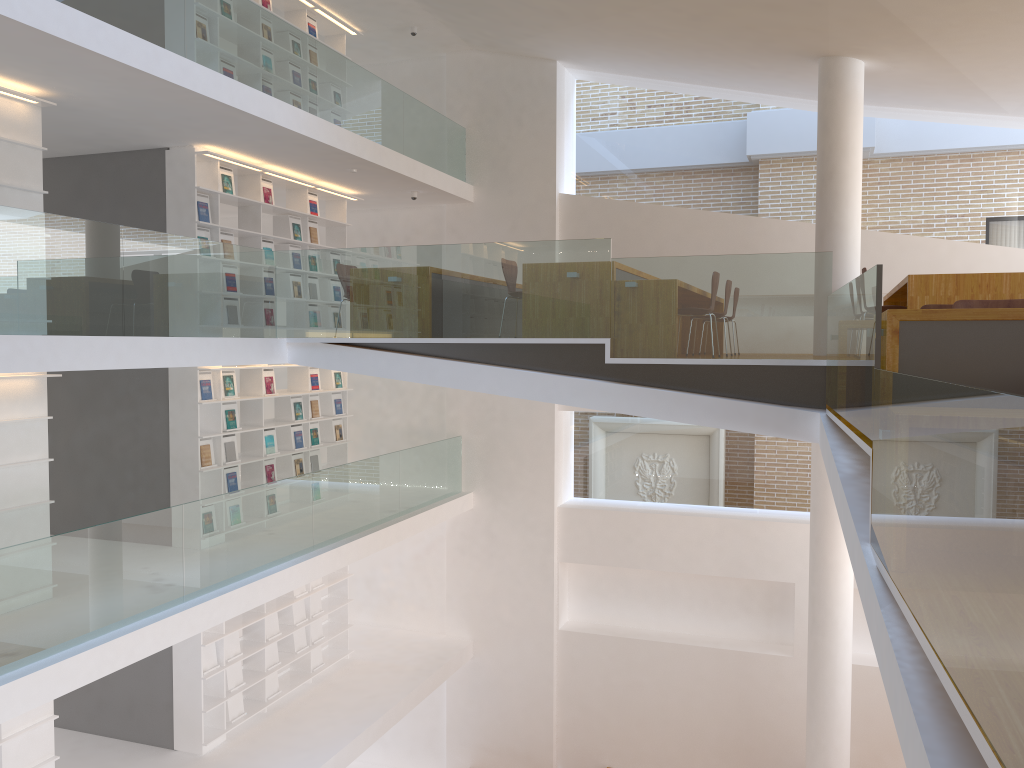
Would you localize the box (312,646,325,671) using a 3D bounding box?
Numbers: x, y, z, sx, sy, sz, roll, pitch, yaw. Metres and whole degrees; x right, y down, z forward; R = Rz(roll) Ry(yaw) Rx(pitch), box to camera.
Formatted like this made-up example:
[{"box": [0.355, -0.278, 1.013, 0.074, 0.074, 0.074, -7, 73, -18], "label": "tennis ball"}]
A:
[{"box": [-2.457, 3.285, 10.776, 0.274, 0.296, 0.245, 1, 3, 20], "label": "box"}]

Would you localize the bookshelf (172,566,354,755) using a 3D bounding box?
[{"box": [-2.618, 2.673, 10.090, 0.498, 1.836, 2.984, 1, 3, 20], "label": "bookshelf"}]

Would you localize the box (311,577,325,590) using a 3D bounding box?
[{"box": [-2.454, 2.300, 10.731, 0.274, 0.296, 0.245, 1, 3, 20], "label": "box"}]

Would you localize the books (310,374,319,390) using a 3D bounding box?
[{"box": [-2.353, -0.013, 10.584, 0.037, 0.210, 0.145, 1, 3, 20], "label": "books"}]

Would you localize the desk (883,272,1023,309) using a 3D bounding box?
[{"box": [3.934, -0.450, 7.593, 1.247, 0.762, 3.194, 1, 3, 20], "label": "desk"}]

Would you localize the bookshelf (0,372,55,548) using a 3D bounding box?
[{"box": [-4.374, 0.848, 5.255, 0.397, 1.836, 3.666, 1, 3, 20], "label": "bookshelf"}]

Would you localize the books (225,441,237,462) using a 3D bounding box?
[{"box": [-2.891, 0.702, 9.112, 0.037, 0.210, 0.145, 1, 3, 20], "label": "books"}]

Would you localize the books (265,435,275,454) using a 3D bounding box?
[{"box": [-2.662, 0.668, 9.759, 0.037, 0.210, 0.145, 1, 3, 20], "label": "books"}]

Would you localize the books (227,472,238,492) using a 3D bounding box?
[{"box": [-2.884, 1.020, 9.150, 0.037, 0.210, 0.145, 1, 3, 20], "label": "books"}]

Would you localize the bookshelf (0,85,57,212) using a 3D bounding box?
[{"box": [-4.320, -1.210, 5.145, 0.498, 1.836, 3.666, 1, 3, 20], "label": "bookshelf"}]

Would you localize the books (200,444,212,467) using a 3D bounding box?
[{"box": [-3.023, 0.708, 8.753, 0.037, 0.210, 0.145, 1, 3, 20], "label": "books"}]

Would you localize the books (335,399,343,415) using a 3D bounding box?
[{"box": [-2.169, 0.295, 11.103, 0.037, 0.210, 0.145, 1, 3, 20], "label": "books"}]

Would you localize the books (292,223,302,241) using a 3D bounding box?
[{"box": [-2.465, -1.734, 10.176, 0.037, 0.210, 0.145, 1, 3, 20], "label": "books"}]

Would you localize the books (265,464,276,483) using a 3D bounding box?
[{"box": [-2.663, 0.996, 9.774, 0.037, 0.210, 0.145, 1, 3, 20], "label": "books"}]

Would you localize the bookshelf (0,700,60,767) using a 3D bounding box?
[{"box": [-4.333, 2.884, 5.330, 0.498, 1.836, 3.666, 1, 3, 20], "label": "bookshelf"}]

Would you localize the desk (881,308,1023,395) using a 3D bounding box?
[{"box": [3.174, 0.213, 3.428, 3.216, 1.022, 1.248, 1, 3, 20], "label": "desk"}]

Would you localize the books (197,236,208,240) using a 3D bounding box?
[{"box": [-3.013, -1.330, 8.662, 0.037, 0.210, 0.145, 1, 3, 20], "label": "books"}]

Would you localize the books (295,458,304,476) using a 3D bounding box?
[{"box": [-2.470, 0.976, 10.301, 0.037, 0.210, 0.145, 1, 3, 20], "label": "books"}]

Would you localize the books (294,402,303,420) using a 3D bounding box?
[{"box": [-2.472, 0.316, 10.269, 0.037, 0.210, 0.145, 1, 3, 20], "label": "books"}]

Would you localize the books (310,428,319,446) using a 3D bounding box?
[{"box": [-2.357, 0.638, 10.599, 0.037, 0.210, 0.145, 1, 3, 20], "label": "books"}]

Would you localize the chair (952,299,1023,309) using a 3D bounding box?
[{"box": [2.446, -0.087, 4.466, 0.428, 0.693, 0.381, 1, 3, 20], "label": "chair"}]

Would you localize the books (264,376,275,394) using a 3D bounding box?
[{"box": [-2.660, 0.024, 9.729, 0.037, 0.210, 0.145, 1, 3, 20], "label": "books"}]

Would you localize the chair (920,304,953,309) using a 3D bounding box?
[{"box": [2.641, -0.126, 5.337, 0.428, 0.693, 0.381, 1, 3, 20], "label": "chair"}]

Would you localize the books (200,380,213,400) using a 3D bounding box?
[{"box": [-3.013, 0.065, 8.739, 0.037, 0.210, 0.145, 1, 3, 20], "label": "books"}]

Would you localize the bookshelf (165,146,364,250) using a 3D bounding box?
[{"box": [-2.605, -1.421, 9.904, 0.498, 1.836, 2.984, 1, 3, 20], "label": "bookshelf"}]

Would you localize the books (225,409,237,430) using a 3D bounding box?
[{"box": [-2.885, 0.370, 9.111, 0.037, 0.210, 0.145, 1, 3, 20], "label": "books"}]

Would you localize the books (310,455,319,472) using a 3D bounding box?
[{"box": [-2.358, 0.963, 10.613, 0.037, 0.210, 0.145, 1, 3, 20], "label": "books"}]

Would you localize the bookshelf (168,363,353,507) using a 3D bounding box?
[{"box": [-2.612, 0.638, 9.997, 0.498, 1.836, 2.984, 1, 3, 20], "label": "bookshelf"}]

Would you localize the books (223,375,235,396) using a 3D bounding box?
[{"box": [-2.895, 0.017, 9.074, 0.037, 0.210, 0.145, 1, 3, 20], "label": "books"}]

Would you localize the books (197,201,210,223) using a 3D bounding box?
[{"box": [-3.010, -1.668, 8.653, 0.037, 0.210, 0.145, 1, 3, 20], "label": "books"}]

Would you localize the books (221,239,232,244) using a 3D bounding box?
[{"box": [-2.891, -1.356, 9.009, 0.037, 0.210, 0.145, 1, 3, 20], "label": "books"}]

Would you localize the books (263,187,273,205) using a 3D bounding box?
[{"box": [-2.653, -2.025, 9.636, 0.037, 0.210, 0.145, 1, 3, 20], "label": "books"}]

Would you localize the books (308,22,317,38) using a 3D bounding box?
[{"box": [-2.340, -4.111, 10.398, 0.037, 0.210, 0.145, 1, 3, 20], "label": "books"}]

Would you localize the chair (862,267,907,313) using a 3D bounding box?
[{"box": [2.866, -0.534, 6.765, 0.381, 0.693, 0.428, 1, 3, 20], "label": "chair"}]

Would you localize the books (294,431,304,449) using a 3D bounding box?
[{"box": [-2.470, 0.652, 10.283, 0.037, 0.210, 0.145, 1, 3, 20], "label": "books"}]

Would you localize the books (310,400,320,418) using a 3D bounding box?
[{"box": [-2.354, 0.301, 10.598, 0.037, 0.210, 0.145, 1, 3, 20], "label": "books"}]

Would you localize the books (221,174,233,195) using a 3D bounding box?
[{"box": [-2.886, -2.013, 8.989, 0.037, 0.210, 0.145, 1, 3, 20], "label": "books"}]

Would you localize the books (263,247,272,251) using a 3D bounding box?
[{"box": [-2.655, -1.381, 9.666, 0.037, 0.210, 0.145, 1, 3, 20], "label": "books"}]

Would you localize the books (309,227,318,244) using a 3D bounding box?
[{"box": [-2.347, -1.749, 10.505, 0.037, 0.210, 0.145, 1, 3, 20], "label": "books"}]

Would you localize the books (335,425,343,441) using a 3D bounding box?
[{"box": [-2.169, 0.620, 11.121, 0.037, 0.210, 0.145, 1, 3, 20], "label": "books"}]

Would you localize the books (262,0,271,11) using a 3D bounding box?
[{"box": [-2.647, -4.073, 9.544, 0.037, 0.210, 0.145, 1, 3, 20], "label": "books"}]

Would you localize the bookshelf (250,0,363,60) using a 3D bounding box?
[{"box": [-2.599, -3.465, 9.811, 0.498, 1.836, 2.984, 1, 3, 20], "label": "bookshelf"}]

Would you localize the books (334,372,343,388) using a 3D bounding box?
[{"box": [-2.171, -0.041, 11.089, 0.037, 0.210, 0.145, 1, 3, 20], "label": "books"}]

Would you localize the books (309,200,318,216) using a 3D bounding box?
[{"box": [-2.346, -2.063, 10.491, 0.037, 0.210, 0.145, 1, 3, 20], "label": "books"}]
